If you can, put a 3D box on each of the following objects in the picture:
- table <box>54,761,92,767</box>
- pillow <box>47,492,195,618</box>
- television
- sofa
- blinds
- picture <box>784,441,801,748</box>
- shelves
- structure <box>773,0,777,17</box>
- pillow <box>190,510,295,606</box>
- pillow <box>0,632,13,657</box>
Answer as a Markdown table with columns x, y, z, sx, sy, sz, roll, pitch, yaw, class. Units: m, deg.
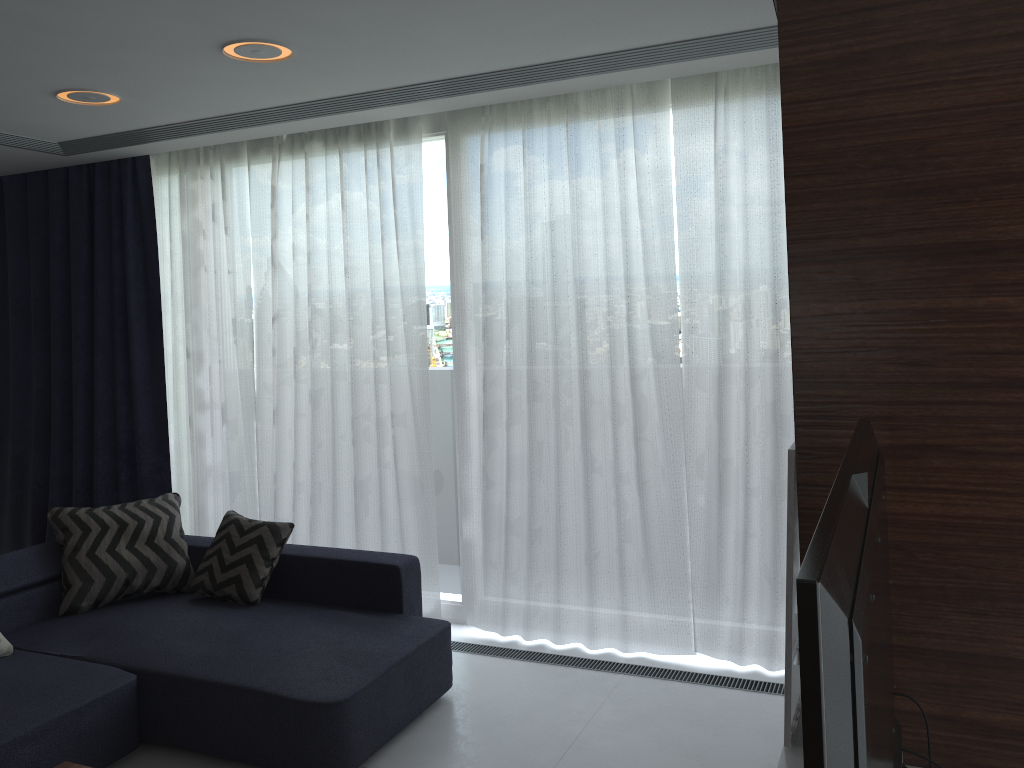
| x | y | z | sx | sy | sz | roll | pitch | yaw | class |
| --- | --- | --- | --- | --- | --- | --- | --- | --- | --- |
| -1.047 | 1.254 | 1.950 | 0.804 | 0.352 | 0.803 | -1 | 4 | 24 | table |
| -1.800 | 0.814 | 4.102 | 0.599 | 0.518 | 0.355 | -4 | 2 | -36 | pillow |
| 0.548 | 0.519 | 1.349 | 0.297 | 0.785 | 1.234 | -2 | 3 | 24 | television |
| -1.609 | 1.077 | 2.892 | 1.897 | 0.608 | 2.882 | 0 | 4 | 24 | sofa |
| -1.452 | 0.059 | 1.968 | 7.128 | 2.771 | 5.817 | 0 | 4 | 28 | blinds |
| 0.752 | 0.482 | 2.300 | 0.053 | 0.700 | 0.501 | -2 | 1 | 24 | picture |
| 0.946 | 1.124 | 1.677 | 0.872 | 0.499 | 2.357 | -1 | 4 | 24 | shelves |
| 0.830 | -1.170 | 2.632 | 0.114 | 0.142 | 0.084 | -2 | 1 | 14 | structure |
| -1.235 | 0.788 | 4.023 | 0.414 | 0.345 | 0.287 | -1 | 2 | 29 | pillow |
| -2.178 | 0.873 | 3.253 | 0.342 | 0.388 | 0.496 | -1 | 2 | 24 | pillow |
